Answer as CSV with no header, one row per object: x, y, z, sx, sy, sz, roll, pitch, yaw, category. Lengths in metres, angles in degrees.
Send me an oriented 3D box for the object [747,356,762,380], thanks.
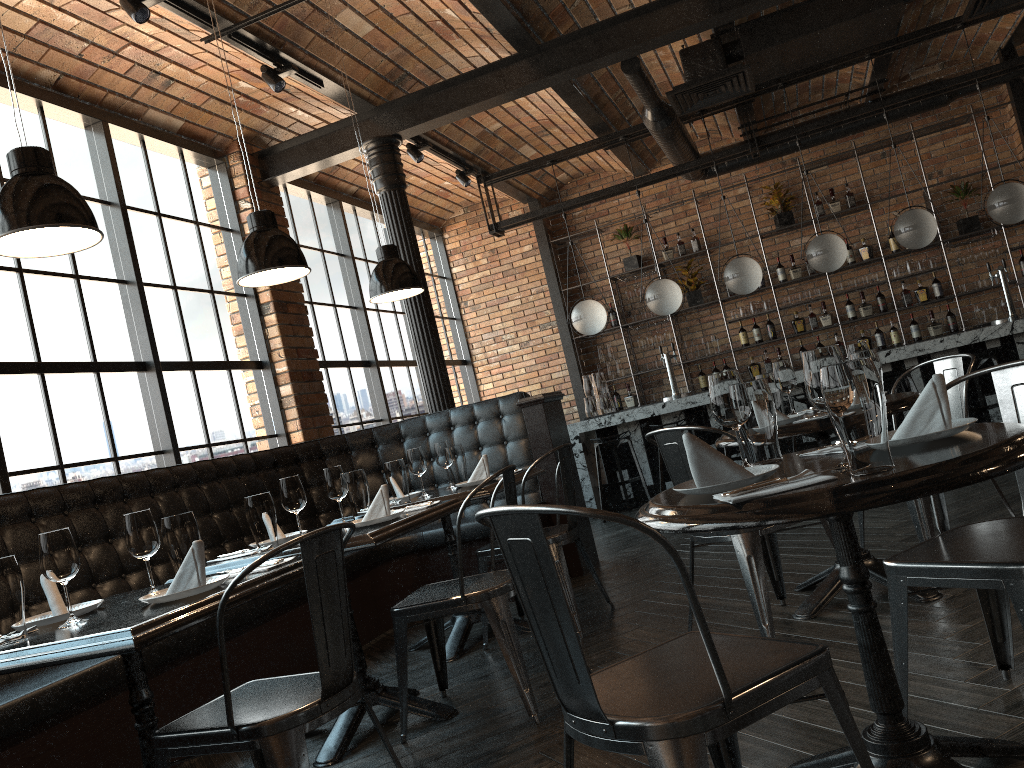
2.656,-0.179,9.729,0.151,0.248,0.094,-14,-3,7,object

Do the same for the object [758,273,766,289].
2.704,-1.179,9.699,0.086,0.298,0.086,-12,-3,-23,object

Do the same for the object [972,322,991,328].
4.873,-0.625,8.921,0.437,0.019,0.273,-14,-3,18,object

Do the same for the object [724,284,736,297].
2.395,-1.094,9.790,0.083,0.282,0.083,-13,-3,3,object

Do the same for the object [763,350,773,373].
2.794,-0.232,9.682,0.083,0.282,0.083,-14,-3,18,object

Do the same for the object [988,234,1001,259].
4.825,-1.376,8.876,0.092,0.244,0.092,-12,-3,-32,object

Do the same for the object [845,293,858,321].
3.588,-0.816,9.409,0.086,0.298,0.086,-12,-3,-23,object

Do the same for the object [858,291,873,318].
3.713,-0.838,9.344,0.123,0.279,0.123,-14,-3,7,object

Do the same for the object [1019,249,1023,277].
5.128,-1.207,8.880,0.086,0.299,0.086,-12,-3,-23,object

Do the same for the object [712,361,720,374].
2.283,-0.110,9.889,0.086,0.298,0.086,-12,-3,-23,object

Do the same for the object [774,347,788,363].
2.918,-0.262,9.626,0.123,0.279,0.123,-15,-3,32,object

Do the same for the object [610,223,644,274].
1.345,-1.556,10.154,0.377,0.554,0.422,-14,-3,6,object

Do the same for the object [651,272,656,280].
1.650,-1.153,10.114,0.092,0.244,0.092,-15,-3,24,object

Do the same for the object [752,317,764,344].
2.687,-0.587,9.741,0.086,0.298,0.086,-12,-3,-23,object

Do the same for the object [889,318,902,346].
3.995,-0.543,9.273,0.080,0.299,0.080,-14,-3,21,object

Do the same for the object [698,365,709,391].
2.130,-0.072,9.914,0.086,0.299,0.086,-12,-3,-23,object

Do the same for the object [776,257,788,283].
2.917,-1.234,9.620,0.086,0.298,0.086,-12,-3,-23,object

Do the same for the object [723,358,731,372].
2.384,-0.137,9.829,0.086,0.298,0.086,-12,-3,-23,object

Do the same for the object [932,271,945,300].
4.382,-1.015,9.145,0.086,0.298,0.086,-12,-3,-23,object

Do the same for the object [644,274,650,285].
1.554,-1.129,10.147,0.092,0.244,0.092,-15,-3,24,object

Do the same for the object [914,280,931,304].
4.241,-0.955,9.179,0.151,0.248,0.094,-15,-3,27,object

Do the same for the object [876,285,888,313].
3.872,-0.889,9.308,0.086,0.299,0.086,-12,-3,-23,object

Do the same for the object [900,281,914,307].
4.096,-0.937,9.228,0.083,0.282,0.083,-13,-3,3,object

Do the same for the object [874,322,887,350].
3.865,-0.510,9.332,0.086,0.298,0.086,-12,-3,-23,object

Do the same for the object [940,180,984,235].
4.610,-1.798,8.996,0.374,0.560,0.398,-13,-3,-9,object

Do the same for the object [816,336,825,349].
3.313,-0.372,9.513,0.086,0.298,0.086,-12,-3,-23,object

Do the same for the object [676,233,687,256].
1.891,-1.557,9.945,0.083,0.282,0.083,-13,-3,3,object

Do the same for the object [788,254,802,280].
3.043,-1.256,9.555,0.123,0.279,0.123,-14,-3,7,object

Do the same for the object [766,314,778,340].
2.818,-0.621,9.666,0.086,0.297,0.086,-12,-3,-23,object

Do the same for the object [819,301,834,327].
3.350,-0.746,9.468,0.123,0.279,0.123,-15,-3,32,object

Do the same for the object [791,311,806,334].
3.089,-0.663,9.571,0.151,0.248,0.094,-14,-3,7,object

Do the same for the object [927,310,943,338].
4.348,-0.624,9.139,0.123,0.279,0.123,-14,-3,7,object

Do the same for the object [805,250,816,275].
3.195,-1.296,9.518,0.083,0.282,0.083,-14,-3,18,object

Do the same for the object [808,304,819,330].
3.227,-0.716,9.524,0.083,0.282,0.083,-14,-3,18,object

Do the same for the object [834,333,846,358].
3.481,-0.406,9.448,0.083,0.282,0.083,-13,-3,3,object

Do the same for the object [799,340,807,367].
3.136,-0.329,9.539,0.086,0.297,0.086,-11,-4,-38,object

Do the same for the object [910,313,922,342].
4.185,-0.593,9.216,0.086,0.298,0.086,-12,-3,-23,object

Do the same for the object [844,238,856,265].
3.581,-1.401,9.419,0.086,0.298,0.086,-12,-3,-23,object

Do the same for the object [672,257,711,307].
2.007,-1.121,9.890,0.430,0.526,0.425,-15,-3,30,object

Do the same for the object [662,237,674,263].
1.747,-1.518,9.995,0.123,0.279,0.123,-14,-3,7,object

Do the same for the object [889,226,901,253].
3.982,-1.503,9.256,0.086,0.299,0.086,-12,-3,-23,object

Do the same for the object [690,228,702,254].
2.044,-1.595,9.893,0.083,0.282,0.083,-15,-3,33,object

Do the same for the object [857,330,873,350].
3.725,-0.449,9.365,0.151,0.248,0.094,-15,-3,27,object

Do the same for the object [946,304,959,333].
4.507,-0.675,9.103,0.086,0.299,0.086,-12,-3,-23,object

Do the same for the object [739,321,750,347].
2.545,-0.551,9.762,0.086,0.299,0.086,-12,-3,-23,object

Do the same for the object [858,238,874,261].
3.724,-1.412,9.338,0.094,0.248,0.151,-11,-4,-43,object
